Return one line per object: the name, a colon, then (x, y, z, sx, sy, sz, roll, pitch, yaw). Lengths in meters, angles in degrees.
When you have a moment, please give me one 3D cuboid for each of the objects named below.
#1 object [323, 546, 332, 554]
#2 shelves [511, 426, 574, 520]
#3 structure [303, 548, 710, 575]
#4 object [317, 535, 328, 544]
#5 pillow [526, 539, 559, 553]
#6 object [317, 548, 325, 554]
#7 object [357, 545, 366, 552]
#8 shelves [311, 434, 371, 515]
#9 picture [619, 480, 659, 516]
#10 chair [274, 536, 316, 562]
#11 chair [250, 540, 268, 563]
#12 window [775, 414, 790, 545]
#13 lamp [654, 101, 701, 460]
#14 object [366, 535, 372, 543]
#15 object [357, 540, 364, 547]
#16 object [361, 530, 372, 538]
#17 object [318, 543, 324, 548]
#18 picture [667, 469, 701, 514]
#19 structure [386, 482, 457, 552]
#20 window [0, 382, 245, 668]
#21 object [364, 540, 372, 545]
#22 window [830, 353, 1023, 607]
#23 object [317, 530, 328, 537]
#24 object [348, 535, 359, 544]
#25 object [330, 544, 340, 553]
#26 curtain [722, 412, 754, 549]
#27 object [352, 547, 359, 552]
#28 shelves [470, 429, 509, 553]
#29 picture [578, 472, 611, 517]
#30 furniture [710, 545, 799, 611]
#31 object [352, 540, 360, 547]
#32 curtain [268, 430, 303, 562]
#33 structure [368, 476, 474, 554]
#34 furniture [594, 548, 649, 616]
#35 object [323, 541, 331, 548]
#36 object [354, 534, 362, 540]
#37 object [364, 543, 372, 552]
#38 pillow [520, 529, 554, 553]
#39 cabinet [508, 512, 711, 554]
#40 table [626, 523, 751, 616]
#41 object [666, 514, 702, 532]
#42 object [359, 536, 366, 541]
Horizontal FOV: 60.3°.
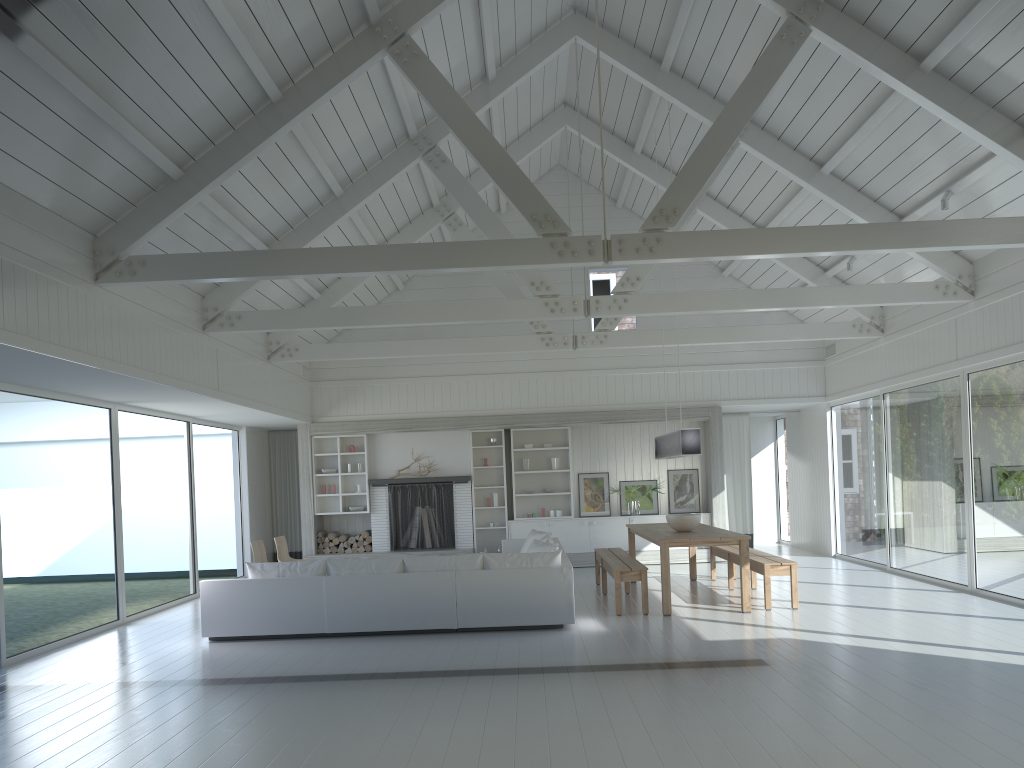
object: (-2.924, 2.668, 14.204, 0.134, 0.146, 0.550, -2, -6, 1)
shelves: (0.480, 1.438, 14.167, 0.939, 1.443, 0.605, -2, -1, 1)
structure: (-0.019, 2.796, 14.460, 6.349, 0.346, 1.889, -2, -6, 1)
object: (-3.031, 2.495, 14.189, 0.109, 0.109, 0.496, -2, -6, -1)
pillow: (0.266, 1.938, 9.461, 0.465, 0.477, 1.323, -2, -5, -8)
object: (-3.026, 2.677, 14.197, 0.108, 0.106, 0.516, -2, -6, -1)
object: (-2.382, 2.645, 14.194, 0.134, 0.146, 0.550, -2, -6, 1)
shelves: (-2.688, 1.450, 14.093, 0.865, 1.239, 0.549, -2, -1, 1)
picture: (2.034, 1.821, 14.113, 0.609, 0.553, 0.053, -2, 0, 1)
chair: (-2.799, 2.353, 11.367, 0.555, 0.780, 0.596, -2, -2, 1)
chair: (-2.869, 2.272, 10.587, 0.555, 0.780, 0.596, -2, -2, 1)
window: (5.071, 1.783, 16.386, 0.038, 2.427, 0.946, -2, -1, 1)
lamp: (1.800, -1.274, 10.119, 0.200, 4.242, 1.908, -2, -1, 1)
object: (-2.263, 2.488, 14.176, 0.109, 0.109, 0.496, -2, -6, -1)
object: (-2.401, 2.554, 14.178, 0.109, 0.109, 0.496, -2, -6, -1)
object: (-2.329, 2.411, 14.177, 0.110, 0.111, 0.496, -2, -6, -1)
object: (-3.029, 2.583, 14.176, 0.080, 0.080, 0.479, -2, -6, -1)
picture: (2.748, 1.715, 14.090, 0.495, 0.703, 0.065, -2, 0, 1)
structure: (-1.424, 2.089, 13.829, 1.097, 1.063, 0.116, -2, 0, 1)
window: (-4.324, 1.419, 9.611, 0.080, 2.415, 8.746, -2, -6, 1)
object: (-2.308, 2.541, 14.170, 0.080, 0.079, 0.479, -2, -6, -1)
window: (4.904, 0.920, 8.347, 0.080, 2.414, 10.969, -2, -6, 1)
object: (-3.052, 2.405, 14.176, 0.080, 0.080, 0.479, -2, -6, -1)
object: (-2.534, 2.497, 14.180, 0.109, 0.109, 0.496, -2, -6, -1)
object: (-2.822, 2.647, 14.186, 0.110, 0.111, 0.496, -2, -6, -1)
curtain: (3.622, 1.677, 15.108, 1.006, 2.370, 0.116, -2, 0, 1)
object: (-2.483, 2.654, 14.188, 0.108, 0.106, 0.516, -2, -6, -1)
shelves: (-0.351, 1.749, 14.182, 0.541, 2.000, 0.605, -2, 0, 1)
picture: (1.318, 1.774, 14.115, 0.495, 0.703, 0.065, -2, 0, 1)
furniture: (2.727, 2.174, 10.159, 0.340, 0.470, 2.690, -2, -6, 1)
object: (-2.486, 2.561, 14.167, 0.080, 0.080, 0.479, -2, -6, -1)
curtain: (-3.825, 1.968, 15.095, 0.630, 2.370, 0.116, -2, 0, 0)
structure: (-1.418, 2.150, 14.185, 1.616, 1.286, 0.861, -2, -2, 1)
furniture: (1.230, 2.236, 10.185, 0.340, 0.470, 2.690, -2, -6, 1)
object: (-2.943, 2.577, 14.188, 0.109, 0.109, 0.496, -2, -6, -1)
object: (-2.456, 2.453, 14.166, 0.086, 0.091, 0.481, -2, -6, -1)
object: (-2.279, 2.624, 14.177, 0.110, 0.111, 0.496, -2, -6, -1)
pillow: (0.333, 2.115, 11.124, 0.462, 0.476, 2.066, -2, -6, -7)
cabinet: (1.543, 2.393, 14.127, 3.181, 0.551, 0.655, -2, -4, 1)
table: (1.948, 2.061, 10.178, 0.906, 0.761, 2.959, -2, -6, 1)
object: (1.902, 1.541, 9.753, 0.389, 0.185, 0.391, -2, -5, -8)
object: (-2.392, 2.461, 14.165, 0.080, 0.080, 0.479, -2, -6, -1)
